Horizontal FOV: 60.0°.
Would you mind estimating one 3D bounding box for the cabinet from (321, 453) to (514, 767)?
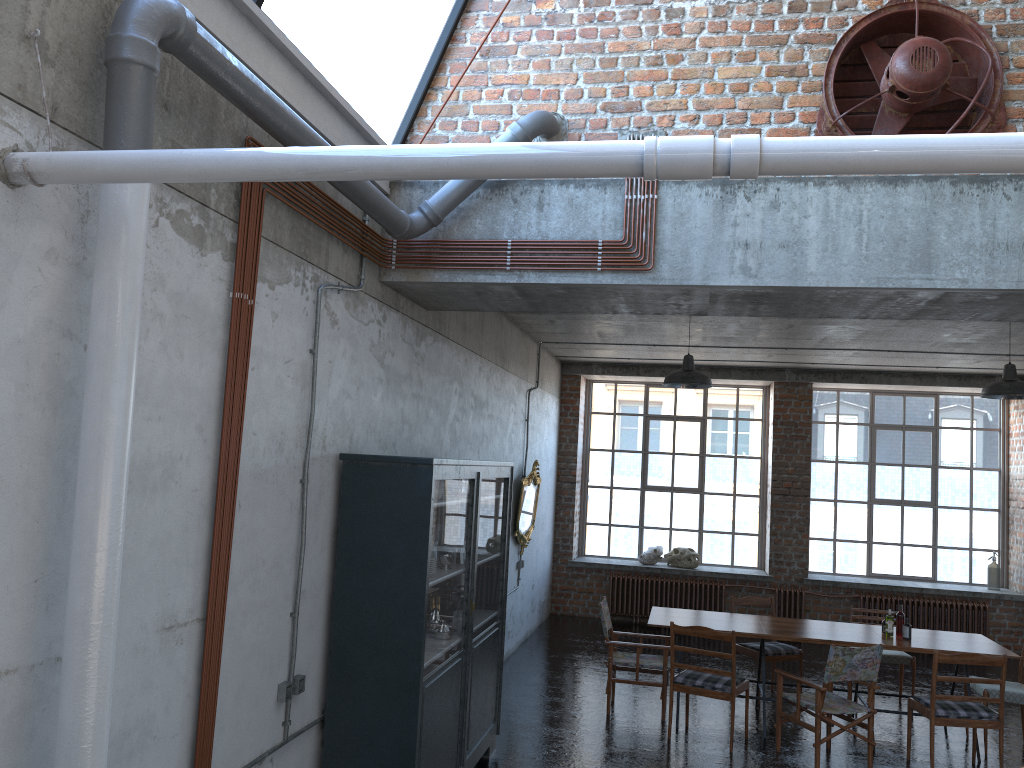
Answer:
[{"bbox_3d":[-0.551,1.666,6.151,0.572,2.297,2.386,2,-5,12],"label":"cabinet"}]

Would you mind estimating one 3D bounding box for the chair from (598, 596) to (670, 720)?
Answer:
[{"bbox_3d":[1.183,2.627,8.544,0.713,1.031,0.574,2,-5,12],"label":"chair"}]

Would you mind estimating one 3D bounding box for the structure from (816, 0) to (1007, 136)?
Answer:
[{"bbox_3d":[2.401,-1.833,5.386,1.058,1.096,0.808,2,-5,12],"label":"structure"}]

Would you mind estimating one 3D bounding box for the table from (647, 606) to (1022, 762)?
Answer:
[{"bbox_3d":[2.836,2.744,8.238,3.112,0.917,1.067,2,-5,12],"label":"table"}]

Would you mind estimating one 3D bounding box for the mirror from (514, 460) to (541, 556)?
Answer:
[{"bbox_3d":[0.219,1.529,10.988,0.172,1.182,1.339,2,-5,12],"label":"mirror"}]

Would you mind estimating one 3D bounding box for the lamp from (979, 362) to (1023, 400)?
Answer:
[{"bbox_3d":[4.664,-0.318,8.306,0.502,0.891,0.502,2,-5,16],"label":"lamp"}]

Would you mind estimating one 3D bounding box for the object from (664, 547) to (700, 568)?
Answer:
[{"bbox_3d":[2.580,2.648,13.568,0.418,0.305,0.625,4,-5,-15],"label":"object"}]

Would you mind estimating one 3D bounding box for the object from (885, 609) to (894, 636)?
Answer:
[{"bbox_3d":[3.460,2.186,8.125,0.070,0.235,0.041,2,-5,11],"label":"object"}]

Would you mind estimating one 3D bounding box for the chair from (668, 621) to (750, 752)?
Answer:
[{"bbox_3d":[1.717,2.597,7.719,0.573,1.028,0.509,0,-6,31],"label":"chair"}]

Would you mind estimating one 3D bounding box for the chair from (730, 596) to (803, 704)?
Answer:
[{"bbox_3d":[2.669,2.788,9.323,0.573,1.028,0.509,5,-5,-24],"label":"chair"}]

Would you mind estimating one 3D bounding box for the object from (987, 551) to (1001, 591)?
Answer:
[{"bbox_3d":[6.952,2.691,12.790,0.172,0.551,0.172,6,-6,-34],"label":"object"}]

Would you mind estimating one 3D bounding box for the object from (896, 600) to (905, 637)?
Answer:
[{"bbox_3d":[3.569,2.151,8.148,0.075,0.324,0.075,-1,-6,37],"label":"object"}]

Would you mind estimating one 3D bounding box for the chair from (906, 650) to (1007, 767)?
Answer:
[{"bbox_3d":[3.605,2.654,7.214,0.573,1.028,0.509,3,-5,1],"label":"chair"}]

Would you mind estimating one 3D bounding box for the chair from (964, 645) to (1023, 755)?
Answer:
[{"bbox_3d":[4.413,2.774,7.890,0.577,0.971,0.589,2,-5,11],"label":"chair"}]

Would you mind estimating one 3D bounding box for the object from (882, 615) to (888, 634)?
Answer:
[{"bbox_3d":[3.476,2.232,8.236,0.077,0.173,0.077,3,-5,-3],"label":"object"}]

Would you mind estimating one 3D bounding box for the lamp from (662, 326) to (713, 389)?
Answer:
[{"bbox_3d":[1.778,-0.422,8.897,0.502,0.891,0.502,2,-5,16],"label":"lamp"}]

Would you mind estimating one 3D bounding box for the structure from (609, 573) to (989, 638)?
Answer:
[{"bbox_3d":[4.037,3.301,12.837,5.349,0.713,0.232,2,-5,12],"label":"structure"}]

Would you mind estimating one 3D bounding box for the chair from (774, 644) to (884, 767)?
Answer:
[{"bbox_3d":[2.597,2.593,7.286,0.574,1.031,0.713,5,-5,-18],"label":"chair"}]

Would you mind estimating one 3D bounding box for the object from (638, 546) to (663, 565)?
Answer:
[{"bbox_3d":[2.152,2.650,13.719,0.281,0.281,0.575,-1,-6,38],"label":"object"}]

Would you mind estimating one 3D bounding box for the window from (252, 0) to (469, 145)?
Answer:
[{"bbox_3d":[-1.082,-3.027,2.019,0.994,2.404,8.048,2,-5,12],"label":"window"}]

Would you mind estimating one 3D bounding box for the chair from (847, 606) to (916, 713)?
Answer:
[{"bbox_3d":[3.831,2.861,9.248,0.589,0.971,0.577,2,-5,11],"label":"chair"}]

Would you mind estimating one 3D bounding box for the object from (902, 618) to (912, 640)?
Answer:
[{"bbox_3d":[3.569,2.212,8.012,0.051,0.180,0.097,5,-5,-17],"label":"object"}]

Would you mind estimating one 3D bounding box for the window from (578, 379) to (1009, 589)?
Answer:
[{"bbox_3d":[8.404,3.285,13.153,19.864,12.900,0.747,2,-5,12],"label":"window"}]
